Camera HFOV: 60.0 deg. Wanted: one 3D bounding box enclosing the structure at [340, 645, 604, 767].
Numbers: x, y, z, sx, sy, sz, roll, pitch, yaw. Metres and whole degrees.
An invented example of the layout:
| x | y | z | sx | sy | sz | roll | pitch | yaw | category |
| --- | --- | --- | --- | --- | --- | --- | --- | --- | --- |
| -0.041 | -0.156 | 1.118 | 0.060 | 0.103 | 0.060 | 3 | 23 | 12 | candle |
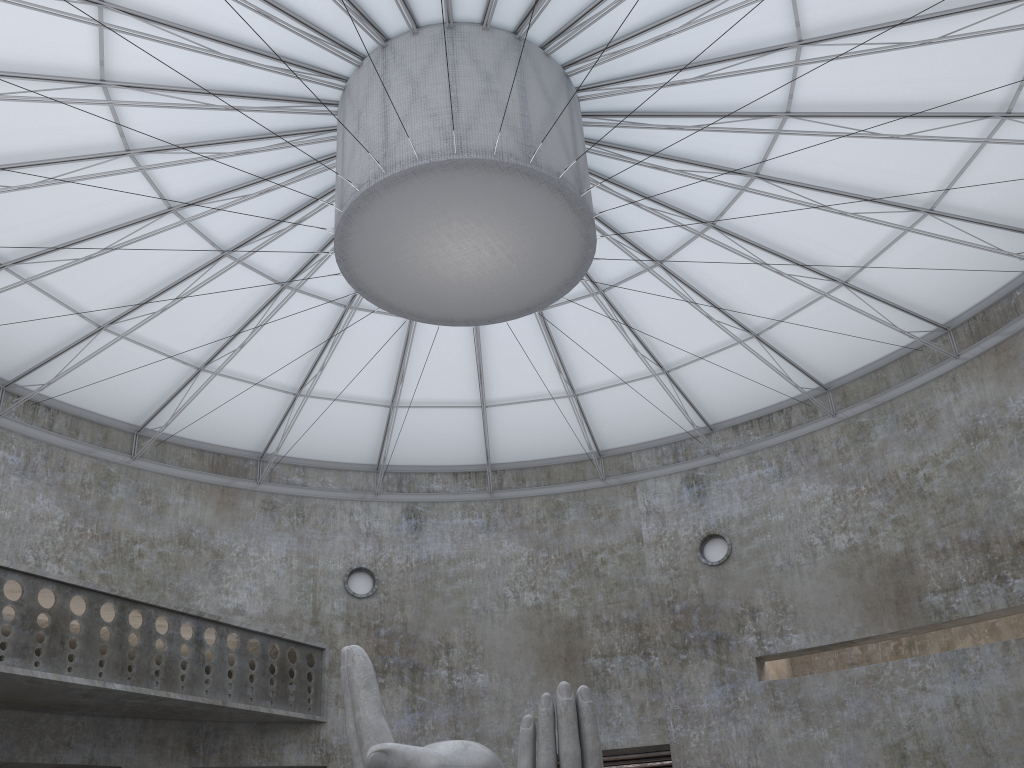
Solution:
| x | y | z | sx | sy | sz | roll | pitch | yaw | category |
| --- | --- | --- | --- | --- | --- | --- | --- | --- | --- |
| 1.574 | 7.097 | 16.496 | 10.724 | 5.585 | 15.975 | 3 | -29 | -13 | structure |
